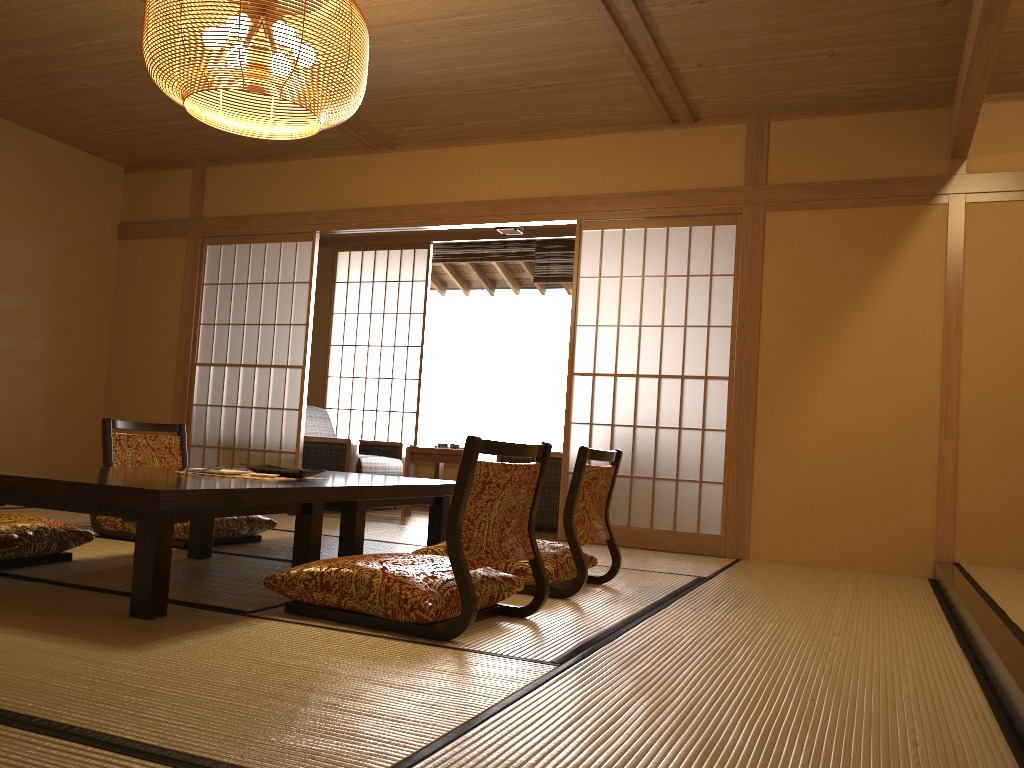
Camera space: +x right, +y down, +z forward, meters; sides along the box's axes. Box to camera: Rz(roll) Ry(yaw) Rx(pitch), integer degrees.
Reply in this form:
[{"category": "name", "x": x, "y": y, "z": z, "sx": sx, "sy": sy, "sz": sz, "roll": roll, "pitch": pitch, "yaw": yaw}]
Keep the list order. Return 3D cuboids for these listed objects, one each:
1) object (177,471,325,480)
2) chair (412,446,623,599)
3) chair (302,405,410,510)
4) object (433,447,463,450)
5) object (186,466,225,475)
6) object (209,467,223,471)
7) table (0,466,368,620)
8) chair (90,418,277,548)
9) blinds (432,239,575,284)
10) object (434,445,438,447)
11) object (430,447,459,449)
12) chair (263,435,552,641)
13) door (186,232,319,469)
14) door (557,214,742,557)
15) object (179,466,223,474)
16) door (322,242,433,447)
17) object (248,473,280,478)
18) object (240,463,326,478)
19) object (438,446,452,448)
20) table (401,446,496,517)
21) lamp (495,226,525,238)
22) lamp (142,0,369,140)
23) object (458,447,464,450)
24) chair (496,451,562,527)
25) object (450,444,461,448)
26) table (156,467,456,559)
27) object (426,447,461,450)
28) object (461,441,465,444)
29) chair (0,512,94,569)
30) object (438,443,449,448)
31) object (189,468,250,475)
[{"category": "object", "x": -0.978, "y": 0.346, "z": 3.358, "sx": 0.401, "sy": 0.003, "sz": 0.399, "roll": 2, "pitch": -5, "yaw": 23}, {"category": "chair", "x": 0.041, "y": 0.505, "z": 3.472, "sx": 0.699, "sy": 0.546, "sz": 0.583, "roll": 2, "pitch": -4, "yaw": 22}, {"category": "chair", "x": -1.387, "y": 0.559, "z": 6.851, "sx": 0.943, "sy": 0.778, "sz": 0.874, "roll": 2, "pitch": -4, "yaw": 23}, {"category": "object", "x": -0.463, "y": 0.466, "z": 6.424, "sx": 0.230, "sy": 0.007, "sz": 0.006, "roll": 2, "pitch": -4, "yaw": 18}, {"category": "object", "x": -1.111, "y": 0.314, "z": 3.222, "sx": 0.006, "sy": 0.030, "sz": 0.229, "roll": 3, "pitch": -4, "yaw": 14}, {"category": "object", "x": -1.098, "y": 0.320, "z": 3.292, "sx": 0.050, "sy": 0.018, "sz": 0.015, "roll": 2, "pitch": -4, "yaw": 19}, {"category": "table", "x": -1.171, "y": 0.478, "z": 2.884, "sx": 0.994, "sy": 0.356, "sz": 0.996, "roll": 2, "pitch": -5, "yaw": 23}, {"category": "chair", "x": -1.557, "y": 0.459, "z": 4.200, "sx": 0.686, "sy": 0.546, "sz": 0.583, "roll": 2, "pitch": -4, "yaw": 27}, {"category": "blinds", "x": 0.197, "y": -1.132, "z": 7.395, "sx": 1.931, "sy": 0.594, "sz": 0.048, "roll": 2, "pitch": -4, "yaw": 23}, {"category": "object", "x": -0.561, "y": 0.462, "z": 6.543, "sx": 0.015, "sy": 0.018, "sz": 0.050, "roll": 5, "pitch": -5, "yaw": -25}, {"category": "object", "x": -0.485, "y": 0.466, "z": 6.450, "sx": 0.230, "sy": 0.007, "sz": 0.006, "roll": 3, "pitch": -4, "yaw": 12}, {"category": "chair", "x": -0.279, "y": 0.424, "z": 2.684, "sx": 0.686, "sy": 0.546, "sz": 0.583, "roll": 2, "pitch": -4, "yaw": 27}, {"category": "door", "x": -1.867, "y": -0.100, "z": 6.290, "sx": 0.992, "sy": 1.932, "sz": 0.040, "roll": 2, "pitch": -4, "yaw": 23}, {"category": "door", "x": 0.797, "y": -0.016, "z": 5.183, "sx": 0.992, "sy": 1.932, "sz": 0.040, "roll": 2, "pitch": -4, "yaw": 23}, {"category": "object", "x": -1.128, "y": 0.313, "z": 3.224, "sx": 0.006, "sy": 0.030, "sz": 0.229, "roll": 2, "pitch": -4, "yaw": 20}, {"category": "door", "x": -1.212, "y": -0.312, "z": 7.845, "sx": 0.992, "sy": 1.871, "sz": 0.040, "roll": 2, "pitch": -4, "yaw": 23}, {"category": "object", "x": -0.915, "y": 0.339, "z": 3.269, "sx": 0.099, "sy": 0.012, "sz": 0.067, "roll": 3, "pitch": -4, "yaw": 6}, {"category": "object", "x": -0.885, "y": 0.336, "z": 3.411, "sx": 0.349, "sy": 0.039, "sz": 0.129, "roll": 0, "pitch": -5, "yaw": 36}, {"category": "object", "x": -0.496, "y": 0.459, "z": 6.498, "sx": 0.130, "sy": 0.026, "sz": 0.038, "roll": 3, "pitch": -4, "yaw": 7}, {"category": "table", "x": -0.423, "y": 0.728, "z": 6.480, "sx": 0.540, "sy": 0.499, "sz": 0.541, "roll": 2, "pitch": -4, "yaw": 23}, {"category": "lamp", "x": 0.005, "y": -1.417, "z": 6.429, "sx": 0.330, "sy": 0.681, "sz": 0.330, "roll": 2, "pitch": -4, "yaw": 23}, {"category": "lamp", "x": -0.926, "y": -1.396, "z": 3.293, "sx": 0.799, "sy": 0.825, "sz": 0.798, "roll": 7, "pitch": -5, "yaw": -43}, {"category": "object", "x": -0.308, "y": 0.474, "z": 6.473, "sx": 0.131, "sy": 0.015, "sz": 0.181, "roll": 5, "pitch": -5, "yaw": -22}, {"category": "chair", "x": 0.454, "y": 0.617, "z": 6.085, "sx": 0.943, "sy": 0.778, "sz": 0.874, "roll": 2, "pitch": -4, "yaw": 23}, {"category": "object", "x": -0.419, "y": 0.465, "z": 6.590, "sx": 0.084, "sy": 0.037, "sz": 0.084, "roll": 3, "pitch": -4, "yaw": 14}, {"category": "table", "x": -0.794, "y": 0.572, "z": 3.802, "sx": 0.994, "sy": 0.356, "sz": 0.996, "roll": 2, "pitch": -5, "yaw": 23}, {"category": "object", "x": -0.407, "y": 0.478, "z": 6.493, "sx": 0.401, "sy": 0.003, "sz": 0.300, "roll": 2, "pitch": -5, "yaw": 23}, {"category": "object", "x": -0.393, "y": 0.445, "z": 6.597, "sx": 0.117, "sy": 0.068, "sz": 0.038, "roll": 5, "pitch": -4, "yaw": -12}, {"category": "chair", "x": -1.964, "y": 0.356, "z": 3.195, "sx": 0.699, "sy": 0.546, "sz": 0.583, "roll": 2, "pitch": -4, "yaw": 22}, {"category": "object", "x": -0.513, "y": 0.462, "z": 6.626, "sx": 0.084, "sy": 0.037, "sz": 0.084, "roll": 7, "pitch": -5, "yaw": -39}, {"category": "object", "x": -1.087, "y": 0.327, "z": 3.302, "sx": 0.180, "sy": 0.014, "sz": 0.130, "roll": 2, "pitch": -5, "yaw": 24}]
